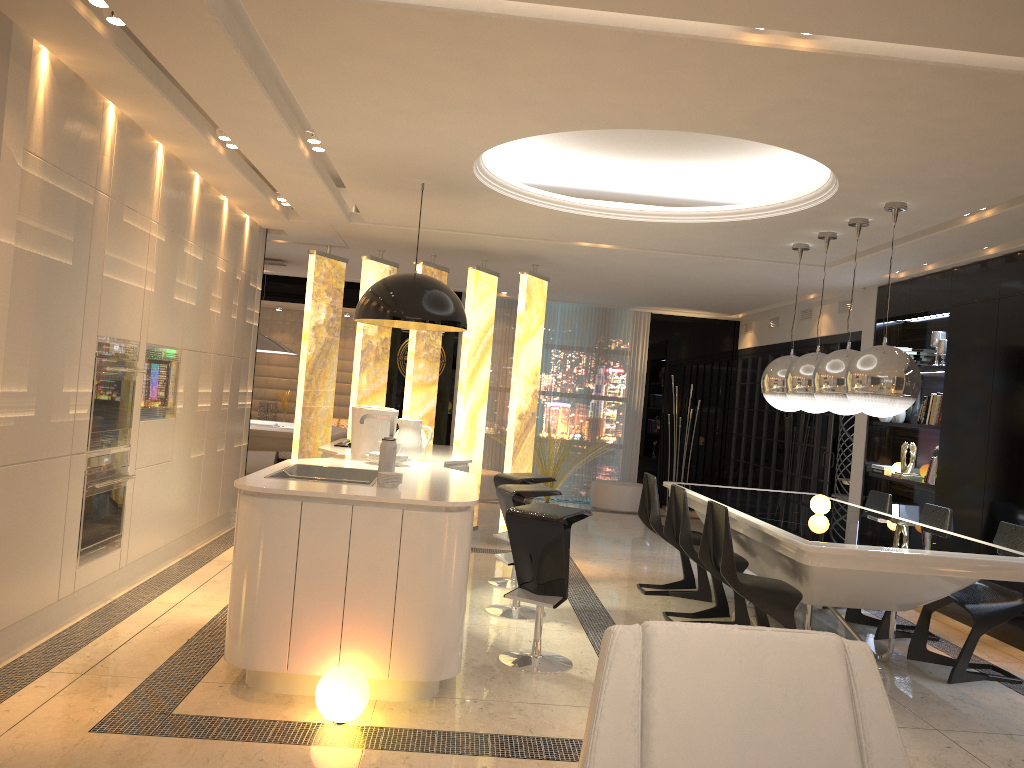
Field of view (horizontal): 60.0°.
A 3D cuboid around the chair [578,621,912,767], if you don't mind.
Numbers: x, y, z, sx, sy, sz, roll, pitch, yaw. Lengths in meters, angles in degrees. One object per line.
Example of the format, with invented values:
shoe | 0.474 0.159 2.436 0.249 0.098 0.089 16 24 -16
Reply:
chair | 0.373 0.898 1.089 1.027 0.991 0.983 5 -1 -4

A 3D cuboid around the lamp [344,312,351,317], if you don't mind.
lamp | -2.333 -1.016 12.581 0.107 0.127 0.107 5 -1 -22

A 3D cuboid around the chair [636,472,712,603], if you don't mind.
chair | 1.204 1.110 6.530 0.496 0.858 0.523 5 -1 -3

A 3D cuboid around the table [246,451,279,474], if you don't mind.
table | -3.446 0.996 12.261 0.608 0.457 1.143 5 -1 -3

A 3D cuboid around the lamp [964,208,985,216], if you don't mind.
lamp | 2.729 -1.082 5.267 0.107 0.127 0.271 5 -1 -3

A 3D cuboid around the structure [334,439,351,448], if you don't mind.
structure | -1.024 0.450 6.640 0.502 0.026 0.811 5 -1 -3

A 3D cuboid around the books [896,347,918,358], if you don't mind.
books | 3.413 -0.223 7.866 0.259 0.188 0.302 5 -1 3

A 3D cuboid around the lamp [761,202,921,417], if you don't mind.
lamp | 2.106 -0.414 5.776 0.408 1.226 1.827 5 -1 -3

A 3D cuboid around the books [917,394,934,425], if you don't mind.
books | 3.433 0.211 7.191 0.207 0.256 0.245 5 -1 -4

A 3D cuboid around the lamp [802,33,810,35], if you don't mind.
lamp | 1.016 -1.258 3.015 0.107 0.127 0.107 5 -1 -22

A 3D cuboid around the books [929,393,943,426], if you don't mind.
books | 3.445 0.206 6.983 0.212 0.261 0.252 5 -1 -3

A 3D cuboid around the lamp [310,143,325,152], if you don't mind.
lamp | -1.113 -1.410 5.129 0.107 0.127 0.107 5 -1 -22

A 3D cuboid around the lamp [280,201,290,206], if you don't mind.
lamp | -1.734 -1.440 6.840 0.107 0.127 0.107 5 -1 -7

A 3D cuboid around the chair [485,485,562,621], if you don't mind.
chair | 0.056 1.033 5.537 0.380 0.789 0.380 5 -1 -21

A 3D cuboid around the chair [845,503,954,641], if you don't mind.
chair | 2.566 1.216 5.863 0.496 0.858 0.523 5 -1 -3

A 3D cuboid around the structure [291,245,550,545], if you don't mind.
structure | -0.821 0.107 8.005 2.180 2.555 0.448 5 -1 -3

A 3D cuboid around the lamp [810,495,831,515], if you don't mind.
lamp | 1.961 0.767 5.639 0.125 0.125 0.125 6 -1 -43

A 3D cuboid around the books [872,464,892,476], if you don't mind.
books | 3.337 0.765 7.844 0.209 0.073 0.266 5 -1 0

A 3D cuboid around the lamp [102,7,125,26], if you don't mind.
lamp | -1.538 -1.469 3.462 0.107 0.127 0.107 5 -1 -15

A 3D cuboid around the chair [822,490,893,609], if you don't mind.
chair | 2.519 1.223 6.669 0.496 0.858 0.523 5 -1 -3

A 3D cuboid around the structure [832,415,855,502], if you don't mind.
structure | 4.611 -0.190 10.634 1.964 4.134 3.425 5 -1 -3

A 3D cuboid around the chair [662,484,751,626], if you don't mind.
chair | 1.254 1.102 5.682 0.496 0.858 0.523 5 -1 -3

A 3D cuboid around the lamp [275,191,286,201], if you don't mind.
lamp | -1.725 -1.441 6.676 0.107 0.127 0.107 5 -1 -22

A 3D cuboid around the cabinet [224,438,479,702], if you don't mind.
cabinet | -0.799 0.911 5.497 1.046 0.887 3.752 5 -1 -3

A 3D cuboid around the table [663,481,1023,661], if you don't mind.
table | 1.911 1.208 5.726 1.293 0.759 3.031 5 -1 -3

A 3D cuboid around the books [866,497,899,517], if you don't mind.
books | 3.297 1.158 7.907 0.210 0.270 0.236 5 -1 -4

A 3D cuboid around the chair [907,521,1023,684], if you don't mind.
chair | 2.615 1.209 5.016 0.496 0.858 0.523 5 -1 -3

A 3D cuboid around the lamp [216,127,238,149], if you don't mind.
lamp | -1.636 -1.454 5.144 0.107 0.127 0.270 5 -1 -3

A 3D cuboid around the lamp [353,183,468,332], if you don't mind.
lamp | -0.595 -0.812 5.554 0.710 0.898 0.710 5 -1 7

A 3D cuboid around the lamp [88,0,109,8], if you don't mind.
lamp | -1.529 -1.470 3.298 0.107 0.127 0.107 5 -1 -15

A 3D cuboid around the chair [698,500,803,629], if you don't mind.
chair | 1.304 1.095 4.817 0.496 0.858 0.523 5 -1 -3

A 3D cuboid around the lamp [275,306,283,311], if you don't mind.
lamp | -3.285 -1.098 12.526 0.107 0.127 0.107 5 -1 -22

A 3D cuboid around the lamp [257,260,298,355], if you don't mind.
lamp | -3.154 -0.895 9.819 1.578 0.995 0.939 5 -1 -3

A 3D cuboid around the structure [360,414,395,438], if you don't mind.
structure | -0.668 0.306 4.335 0.177 0.310 0.089 5 -1 -3

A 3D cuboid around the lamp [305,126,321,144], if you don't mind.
lamp | -1.104 -1.412 4.966 0.107 0.127 0.107 5 -1 -22

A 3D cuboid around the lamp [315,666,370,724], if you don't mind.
lamp | -0.673 1.232 3.523 0.212 0.214 0.213 6 -1 -43

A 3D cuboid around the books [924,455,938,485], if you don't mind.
books | 3.402 0.681 6.988 0.182 0.232 0.284 5 -1 0

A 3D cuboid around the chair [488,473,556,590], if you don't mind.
chair | 0.047 1.043 6.371 0.380 0.789 0.380 5 -1 -36

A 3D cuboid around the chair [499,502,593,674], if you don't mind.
chair | 0.154 1.027 4.538 0.380 0.789 0.380 4 -1 29

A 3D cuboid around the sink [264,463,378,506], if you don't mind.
sink | -0.896 0.514 4.347 0.485 0.152 0.738 5 -1 -3

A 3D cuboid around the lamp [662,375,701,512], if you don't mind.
lamp | 2.240 0.796 11.794 0.418 1.801 0.200 5 -1 -3
